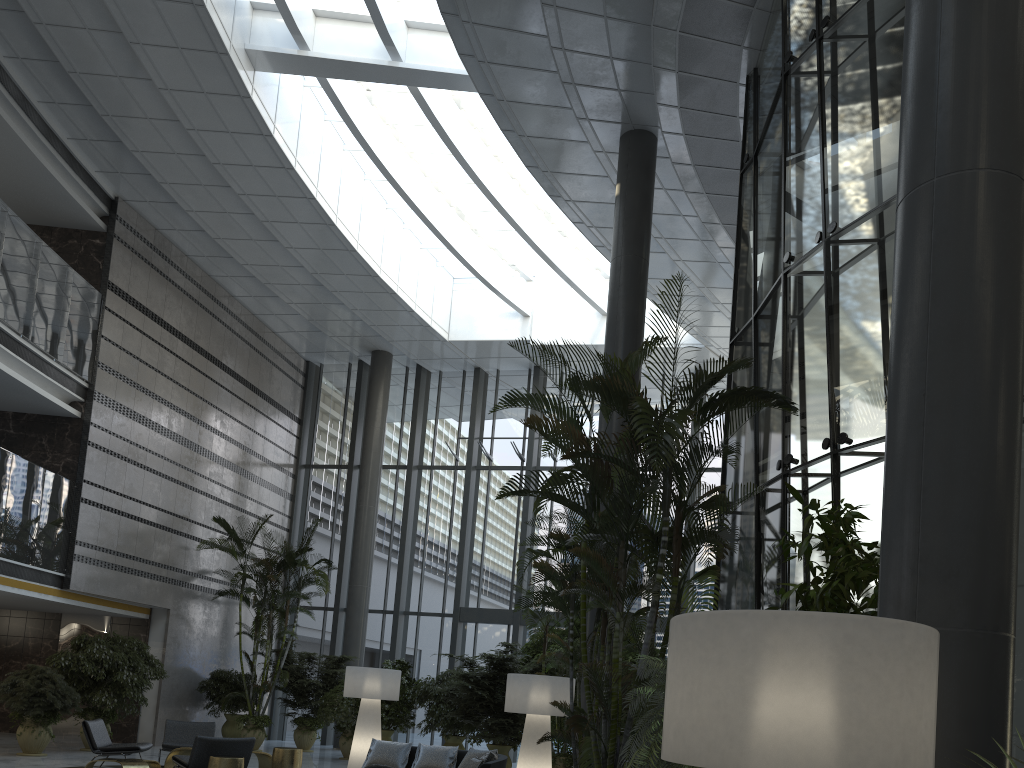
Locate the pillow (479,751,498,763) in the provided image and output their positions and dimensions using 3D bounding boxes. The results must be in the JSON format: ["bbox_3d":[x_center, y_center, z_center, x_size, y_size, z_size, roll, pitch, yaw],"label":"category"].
[{"bbox_3d":[-0.333,4.130,9.153,0.363,0.433,0.664,5,-16,-2],"label":"pillow"}]

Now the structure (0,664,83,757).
[{"bbox_3d":[-6.924,4.730,12.441,1.182,1.278,1.245,-1,-14,27],"label":"structure"}]

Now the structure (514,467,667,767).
[{"bbox_3d":[0.792,2.764,8.708,1.651,3.596,2.126,5,-9,0],"label":"structure"}]

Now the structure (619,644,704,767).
[{"bbox_3d":[0.992,2.064,4.121,0.983,1.708,0.952,5,-9,-3],"label":"structure"}]

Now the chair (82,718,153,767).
[{"bbox_3d":[-5.023,4.611,10.873,0.739,0.644,0.751,7,-14,-10],"label":"chair"}]

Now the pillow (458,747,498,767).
[{"bbox_3d":[-0.429,4.378,9.856,0.301,0.397,0.631,11,-17,-31],"label":"pillow"}]

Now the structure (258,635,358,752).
[{"bbox_3d":[-4.047,6.190,17.110,1.867,2.209,1.946,5,-12,-1],"label":"structure"}]

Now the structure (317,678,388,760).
[{"bbox_3d":[-2.931,6.251,16.107,1.476,1.548,1.629,8,-13,-17],"label":"structure"}]

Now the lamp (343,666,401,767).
[{"bbox_3d":[-2.195,5.190,13.148,0.821,1.612,0.889,0,-10,32],"label":"lamp"}]

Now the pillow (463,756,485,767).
[{"bbox_3d":[-0.428,4.008,8.782,0.279,0.353,0.589,7,-16,-9],"label":"pillow"}]

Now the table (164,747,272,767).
[{"bbox_3d":[-3.680,4.908,11.035,1.358,0.381,1.264,-13,-26,42],"label":"table"}]

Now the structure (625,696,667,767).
[{"bbox_3d":[2.115,5.328,12.535,1.476,1.548,1.629,8,-13,-17],"label":"structure"}]

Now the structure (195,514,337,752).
[{"bbox_3d":[-4.695,4.661,16.284,2.486,4.493,2.580,1,-9,21],"label":"structure"}]

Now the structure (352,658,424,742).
[{"bbox_3d":[-2.261,5.893,15.469,1.227,1.896,1.457,-3,-13,40],"label":"structure"}]

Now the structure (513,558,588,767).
[{"bbox_3d":[0.598,3.957,11.632,1.413,3.340,1.263,5,-7,0],"label":"structure"}]

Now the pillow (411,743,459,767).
[{"bbox_3d":[-0.908,4.480,10.187,0.601,0.387,0.315,0,-12,17],"label":"pillow"}]

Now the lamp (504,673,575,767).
[{"bbox_3d":[0.295,4.387,10.444,0.867,1.612,0.842,9,-9,-24],"label":"lamp"}]

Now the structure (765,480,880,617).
[{"bbox_3d":[1.762,1.839,4.621,1.157,2.620,1.071,6,-7,-12],"label":"structure"}]

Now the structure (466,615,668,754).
[{"bbox_3d":[1.223,5.423,14.825,3.712,2.845,3.386,-3,-16,27],"label":"structure"}]

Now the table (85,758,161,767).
[{"bbox_3d":[-4.557,4.525,10.002,0.758,0.259,0.900,8,-19,-9],"label":"table"}]

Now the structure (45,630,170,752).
[{"bbox_3d":[-6.614,4.986,13.948,1.617,1.900,2.143,-7,-17,44],"label":"structure"}]

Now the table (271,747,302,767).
[{"bbox_3d":[-2.847,4.840,10.801,0.441,0.478,0.465,4,-12,2],"label":"table"}]

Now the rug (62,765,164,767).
[{"bbox_3d":[-4.116,4.990,10.775,3.632,0.018,3.660,11,-21,-16],"label":"rug"}]

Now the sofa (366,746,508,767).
[{"bbox_3d":[-1.017,4.394,9.425,1.907,0.673,2.133,2,-19,9],"label":"sofa"}]

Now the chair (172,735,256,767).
[{"bbox_3d":[-3.428,4.342,9.809,0.765,0.644,0.724,16,-18,-39],"label":"chair"}]

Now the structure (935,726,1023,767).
[{"bbox_3d":[1.732,1.502,2.344,1.440,1.633,1.298,12,-13,-32],"label":"structure"}]

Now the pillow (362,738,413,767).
[{"bbox_3d":[-1.496,4.474,10.295,0.603,0.387,0.314,1,-11,13],"label":"pillow"}]

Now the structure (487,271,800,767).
[{"bbox_3d":[0.906,1.663,6.958,2.453,4.492,2.620,5,-9,-4],"label":"structure"}]

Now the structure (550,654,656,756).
[{"bbox_3d":[1.202,4.818,12.038,1.649,2.050,1.566,12,-13,-32],"label":"structure"}]

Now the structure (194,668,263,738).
[{"bbox_3d":[-5.559,6.362,16.869,1.464,1.489,1.130,13,-13,-33],"label":"structure"}]

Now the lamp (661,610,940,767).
[{"bbox_3d":[0.872,1.593,2.732,0.867,1.612,0.842,9,-9,-24],"label":"lamp"}]

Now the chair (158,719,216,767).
[{"bbox_3d":[-4.525,5.059,11.985,0.745,0.644,0.744,10,-15,-20],"label":"chair"}]

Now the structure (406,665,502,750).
[{"bbox_3d":[-0.945,5.943,15.234,1.733,1.820,2.002,16,-17,-42],"label":"structure"}]

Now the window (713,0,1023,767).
[{"bbox_3d":[4.933,1.748,10.886,4.165,7.638,16.420,2,-17,17],"label":"window"}]

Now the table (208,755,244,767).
[{"bbox_3d":[-3.098,4.267,9.240,0.437,0.478,0.469,3,-13,10],"label":"table"}]

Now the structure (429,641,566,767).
[{"bbox_3d":[-0.229,5.134,13.481,2.226,2.240,2.463,4,-13,2],"label":"structure"}]

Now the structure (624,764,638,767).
[{"bbox_3d":[1.457,5.246,11.125,0.436,0.613,0.471,1,-11,19],"label":"structure"}]

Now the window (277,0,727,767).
[{"bbox_3d":[-2.307,0.404,11.540,13.390,9.617,19.911,-3,-19,27],"label":"window"}]
